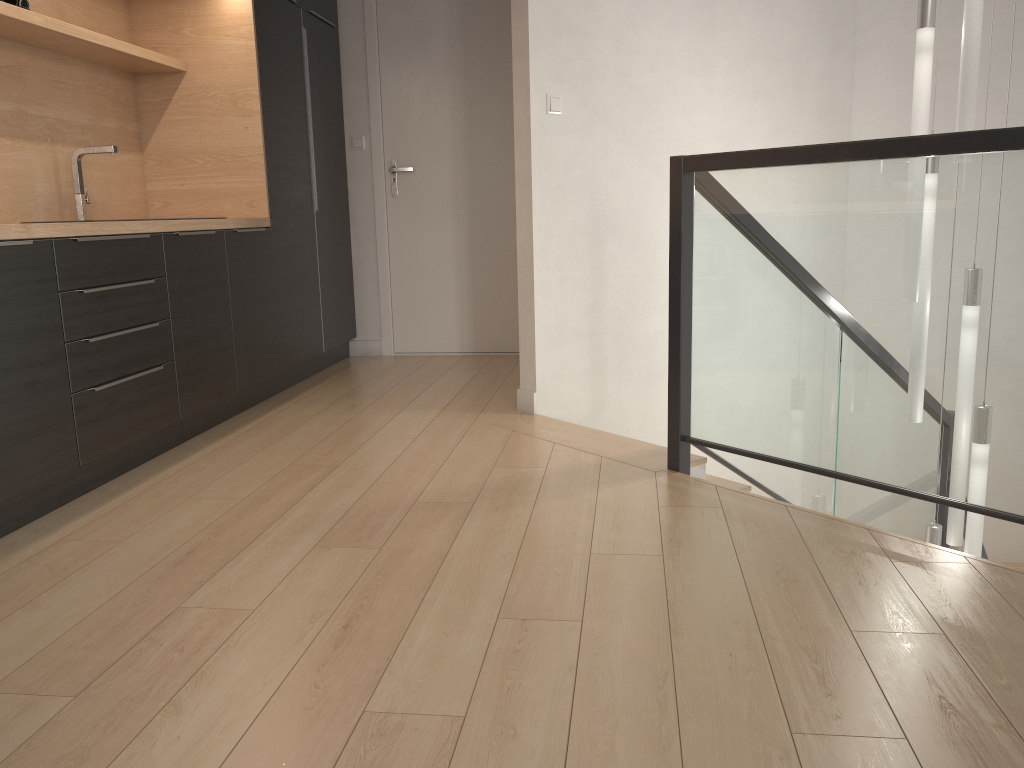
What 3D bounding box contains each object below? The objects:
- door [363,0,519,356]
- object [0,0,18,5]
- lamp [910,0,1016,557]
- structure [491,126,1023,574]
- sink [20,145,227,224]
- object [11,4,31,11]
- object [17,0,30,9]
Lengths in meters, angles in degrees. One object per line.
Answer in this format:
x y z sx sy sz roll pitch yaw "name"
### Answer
-0.342 -1.222 5.197 0.974 2.136 0.085 0 11 8 "door"
-1.750 -1.321 3.028 0.100 0.093 0.066 3 12 22 "object"
1.612 -1.651 3.079 0.359 6.725 0.359 9 15 43 "lamp"
2.327 1.402 3.034 2.823 4.339 4.190 -10 14 -36 "structure"
-1.515 -0.680 3.522 0.512 0.518 0.626 0 11 8 "sink"
-1.742 -1.283 3.060 0.145 0.025 0.145 0 11 10 "object"
-1.734 -1.339 3.087 0.100 0.093 0.066 2 11 17 "object"
